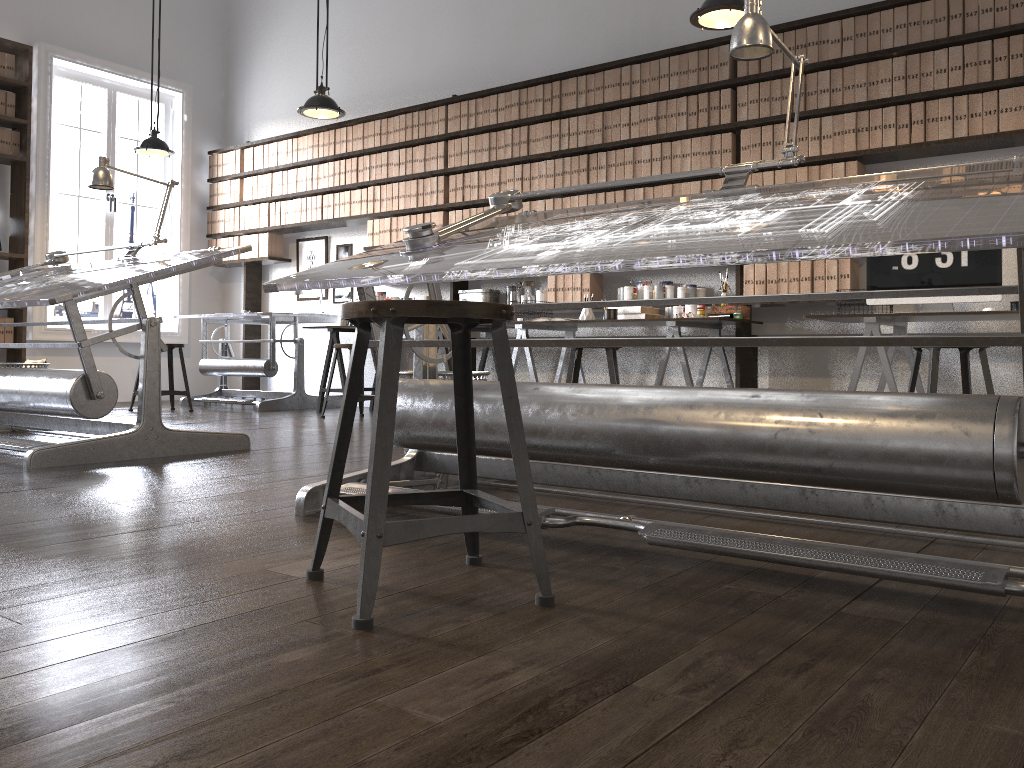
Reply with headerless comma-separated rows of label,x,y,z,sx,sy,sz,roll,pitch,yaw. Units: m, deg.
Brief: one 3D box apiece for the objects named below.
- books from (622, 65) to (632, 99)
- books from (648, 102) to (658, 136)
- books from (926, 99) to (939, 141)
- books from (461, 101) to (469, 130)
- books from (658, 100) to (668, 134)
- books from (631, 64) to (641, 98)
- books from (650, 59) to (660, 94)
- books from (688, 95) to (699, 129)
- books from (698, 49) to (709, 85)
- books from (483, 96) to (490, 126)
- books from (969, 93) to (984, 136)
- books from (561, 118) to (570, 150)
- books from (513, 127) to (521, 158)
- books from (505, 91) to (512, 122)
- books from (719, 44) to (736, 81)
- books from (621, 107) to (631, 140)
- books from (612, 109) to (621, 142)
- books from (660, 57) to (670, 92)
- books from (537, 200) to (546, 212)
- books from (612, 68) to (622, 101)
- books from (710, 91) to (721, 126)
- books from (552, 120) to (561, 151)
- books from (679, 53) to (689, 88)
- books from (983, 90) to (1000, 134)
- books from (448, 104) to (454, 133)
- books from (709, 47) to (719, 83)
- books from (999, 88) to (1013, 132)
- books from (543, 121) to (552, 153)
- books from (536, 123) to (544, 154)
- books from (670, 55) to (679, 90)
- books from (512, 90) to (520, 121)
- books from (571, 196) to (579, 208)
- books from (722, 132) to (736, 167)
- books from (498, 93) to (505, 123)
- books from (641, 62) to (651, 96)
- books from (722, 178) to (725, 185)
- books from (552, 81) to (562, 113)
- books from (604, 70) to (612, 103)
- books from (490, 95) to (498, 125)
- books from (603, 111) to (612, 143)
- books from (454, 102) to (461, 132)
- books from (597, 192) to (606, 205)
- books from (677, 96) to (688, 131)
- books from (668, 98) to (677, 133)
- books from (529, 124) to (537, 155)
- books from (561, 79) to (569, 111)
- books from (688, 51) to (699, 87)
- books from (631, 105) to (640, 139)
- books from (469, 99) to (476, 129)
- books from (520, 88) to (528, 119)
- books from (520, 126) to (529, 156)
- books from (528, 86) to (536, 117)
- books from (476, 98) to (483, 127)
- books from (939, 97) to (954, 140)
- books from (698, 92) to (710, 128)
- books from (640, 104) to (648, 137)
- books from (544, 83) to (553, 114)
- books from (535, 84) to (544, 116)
books,0.812,-2.013,5.984,0.066,0.226,0.174,0,-1,37
books,0.970,-1.730,5.858,0.067,0.226,0.174,0,-1,37
books,2.322,-1.422,4.851,0.066,0.226,0.174,0,-1,37
books,-0.312,-2.046,6.821,0.066,0.226,0.174,0,-1,37
books,1.027,-1.729,5.823,0.066,0.226,0.174,0,-1,37
books,0.872,-2.011,5.943,0.066,0.226,0.174,0,-1,37
books,0.986,-2.008,5.861,0.066,0.226,0.174,0,-1,37
books,1.198,-1.724,5.696,0.066,0.226,0.174,0,-1,37
books,1.259,-2.000,5.659,0.066,0.226,0.174,0,-1,37
books,-0.139,-2.041,6.699,0.066,0.226,0.174,0,-1,37
books,2.489,-1.417,4.727,0.066,0.226,0.174,0,-1,37
books,0.419,-1.747,6.272,0.066,0.226,0.174,0,-1,37
books,0.082,-1.757,6.527,0.066,0.226,0.174,0,-1,37
books,0.026,-2.036,6.576,0.066,0.226,0.174,0,-1,37
books,1.370,-1.996,5.571,0.066,0.226,0.174,0,-1,37
books,0.808,-1.735,5.980,0.067,0.226,0.174,0,-1,37
books,0.754,-1.737,6.025,0.066,0.226,0.174,0,-1,37
books,1.040,-2.006,5.816,0.067,0.226,0.174,0,-1,37
books,0.259,-1.199,6.374,0.066,0.226,0.174,0,-1,37
books,0.754,-2.014,6.027,0.067,0.226,0.174,0,-1,37
books,1.318,-1.720,5.607,0.066,0.226,0.174,0,-1,37
books,0.359,-1.749,6.312,0.066,0.226,0.174,0,-1,37
books,1.150,-2.003,5.738,0.066,0.226,0.174,0,-1,37
books,2.544,-1.415,4.684,0.066,0.226,0.174,0,-1,37
books,-0.418,-2.049,6.905,0.066,0.226,0.174,0,-1,37
books,1.316,-1.998,5.617,0.066,0.226,0.174,0,-1,37
books,2.604,-1.413,4.638,0.066,0.226,0.174,0,-1,37
books,0.301,-1.750,6.356,0.067,0.226,0.174,0,-1,37
books,0.253,-1.752,6.397,0.066,0.226,0.174,0,-1,37
books,1.099,-2.004,5.775,0.066,0.226,0.174,0,-1,37
books,0.077,-2.034,6.532,0.067,0.226,0.174,0,-1,37
books,0.485,-1.192,6.206,0.066,0.226,0.174,0,-1,37
books,1.381,-1.443,5.550,0.066,0.226,0.174,0,-1,37
books,-0.025,-2.038,6.612,0.066,0.226,0.174,0,-1,37
books,0.931,-2.009,5.905,0.066,0.226,0.174,0,-1,37
books,1.377,-1.166,5.538,0.067,0.226,0.174,0,-1,37
books,0.362,-2.026,6.320,0.067,0.226,0.174,0,-1,37
books,0.706,-2.016,6.068,0.066,0.226,0.174,0,-1,37
books,-0.085,-2.039,6.653,0.067,0.226,0.174,0,-1,37
books,0.699,-1.739,6.068,0.066,0.226,0.174,0,-1,37
books,-0.370,-2.048,6.864,0.067,0.226,0.174,0,-1,37
books,0.653,-1.187,6.082,0.066,0.226,0.174,0,-1,37
books,1.139,-1.726,5.735,0.066,0.226,0.174,0,-1,37
books,1.084,-1.727,5.780,0.066,0.226,0.174,0,-1,37
books,0.202,-1.753,6.438,0.066,0.226,0.174,0,-1,37
books,0.425,-2.024,6.281,0.066,0.226,0.174,0,-1,37
books,1.201,-2.001,5.695,0.067,0.226,0.174,0,-1,37
books,0.868,-1.734,5.938,0.066,0.226,0.174,0,-1,37
books,-0.252,-2.044,6.780,0.066,0.226,0.174,0,-1,37
books,0.134,-2.033,6.496,0.066,0.226,0.174,0,-1,37
books,0.139,-1.755,6.478,0.067,0.226,0.174,0,-1,37
books,0.191,-2.031,6.454,0.066,0.226,0.174,0,-1,37
books,-0.194,-2.043,6.742,0.066,0.226,0.174,0,-1,37
books,2.371,-1.420,4.806,0.066,0.226,0.174,0,-1,37
books,1.255,-1.722,5.647,0.067,0.226,0.174,0,-1,37
books,0.919,-1.732,5.902,0.066,0.226,0.174,0,-1,37
books,0.305,-2.028,6.370,0.066,0.226,0.174,0,-1,37
books,0.246,-2.030,6.408,0.066,0.226,0.174,0,-1,37
